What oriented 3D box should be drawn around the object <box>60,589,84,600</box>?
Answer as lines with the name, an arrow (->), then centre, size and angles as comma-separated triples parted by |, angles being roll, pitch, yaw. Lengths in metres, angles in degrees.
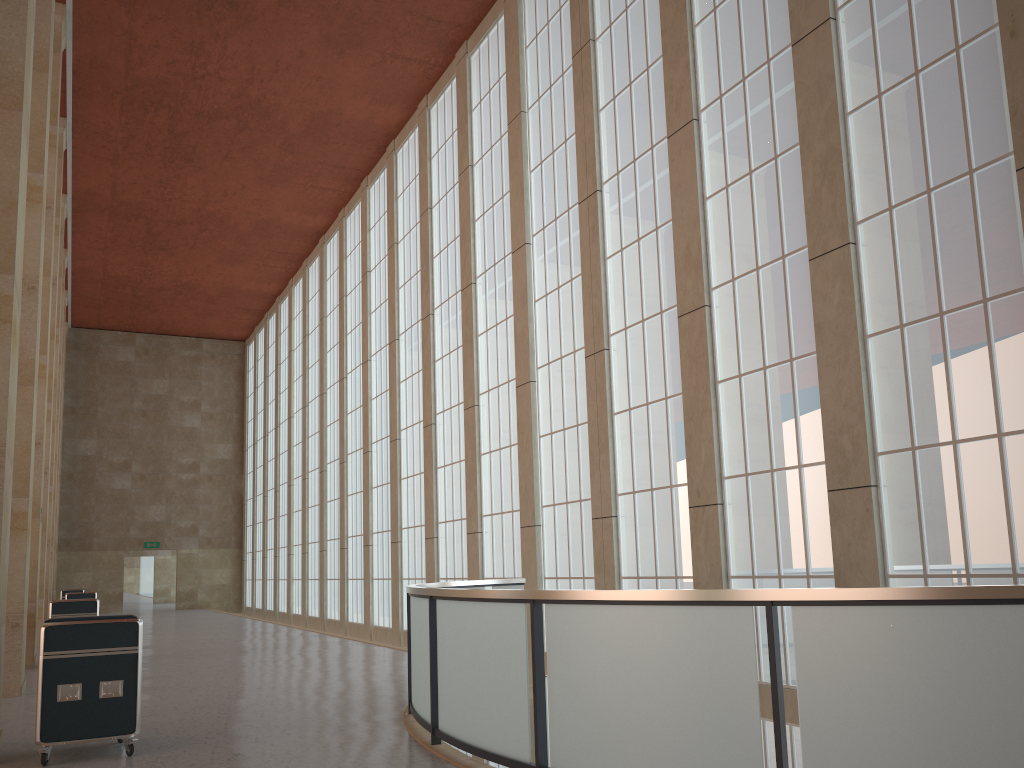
object -> -22.311, 11.205, 44.867 | 1.056, 1.527, 1.284 | 3, -11, -26

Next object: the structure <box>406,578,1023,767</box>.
structure -> 1.992, 3.106, 9.873 | 5.259, 1.778, 13.179 | 7, -14, -36

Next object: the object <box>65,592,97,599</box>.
object -> -16.277, 8.640, 33.382 | 1.056, 1.527, 1.284 | 3, -11, -26

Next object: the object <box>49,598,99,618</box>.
object -> -10.553, 5.960, 21.297 | 1.056, 1.527, 1.284 | 3, -11, -26

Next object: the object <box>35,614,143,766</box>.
object -> -4.941, 3.520, 10.349 | 1.056, 1.527, 1.284 | 3, -11, -26

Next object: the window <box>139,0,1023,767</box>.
window -> -23.677, 14.056, 69.878 | 0.010, 28.373, 166.415 | 2, -12, -26
